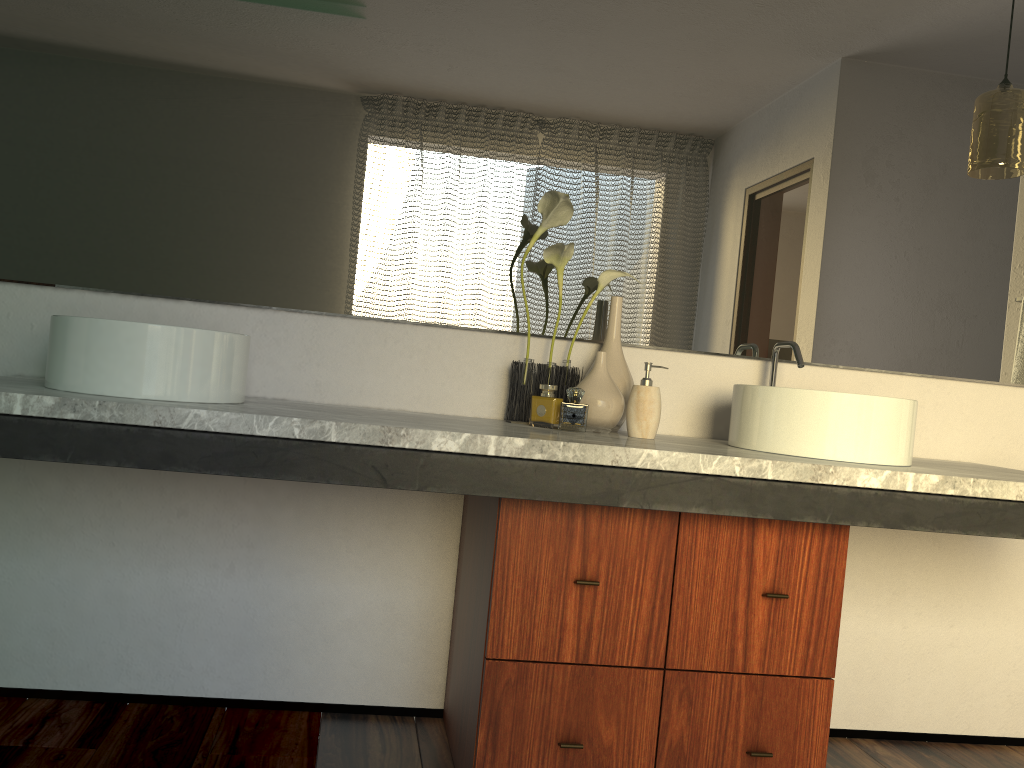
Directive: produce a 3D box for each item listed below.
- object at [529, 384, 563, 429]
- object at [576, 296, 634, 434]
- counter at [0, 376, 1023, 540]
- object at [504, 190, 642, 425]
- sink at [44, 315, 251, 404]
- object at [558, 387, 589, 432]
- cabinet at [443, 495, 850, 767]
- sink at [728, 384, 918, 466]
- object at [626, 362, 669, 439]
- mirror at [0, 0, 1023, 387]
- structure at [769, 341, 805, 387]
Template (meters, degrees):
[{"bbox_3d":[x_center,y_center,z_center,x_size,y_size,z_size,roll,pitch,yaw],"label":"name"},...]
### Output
[{"bbox_3d":[0.073,0.047,1.877,0.067,0.092,0.038,6,1,42],"label":"object"},{"bbox_3d":[0.206,-0.046,1.945,0.122,0.305,0.236,6,0,17],"label":"object"},{"bbox_3d":[0.080,0.145,1.765,2.245,0.101,0.591,5,0,-7],"label":"counter"},{"bbox_3d":[0.133,-0.154,1.966,0.238,0.504,0.192,5,1,-30],"label":"object"},{"bbox_3d":[-0.685,-0.045,1.681,0.356,0.131,0.359,5,0,-6],"label":"sink"},{"bbox_3d":[0.127,0.051,1.823,0.057,0.090,0.039,6,0,2],"label":"object"},{"bbox_3d":[0.236,0.508,1.830,0.655,0.599,0.515,5,0,-8],"label":"cabinet"},{"bbox_3d":[0.641,0.082,1.847,0.349,0.131,0.365,5,0,-31],"label":"sink"},{"bbox_3d":[0.276,0.034,1.840,0.069,0.158,0.072,5,0,-26],"label":"object"},{"bbox_3d":[-0.340,-0.726,1.986,4.053,1.152,0.017,5,0,-7],"label":"mirror"},{"bbox_3d":[0.591,0.021,2.006,0.066,0.242,0.165,5,0,-6],"label":"structure"}]
